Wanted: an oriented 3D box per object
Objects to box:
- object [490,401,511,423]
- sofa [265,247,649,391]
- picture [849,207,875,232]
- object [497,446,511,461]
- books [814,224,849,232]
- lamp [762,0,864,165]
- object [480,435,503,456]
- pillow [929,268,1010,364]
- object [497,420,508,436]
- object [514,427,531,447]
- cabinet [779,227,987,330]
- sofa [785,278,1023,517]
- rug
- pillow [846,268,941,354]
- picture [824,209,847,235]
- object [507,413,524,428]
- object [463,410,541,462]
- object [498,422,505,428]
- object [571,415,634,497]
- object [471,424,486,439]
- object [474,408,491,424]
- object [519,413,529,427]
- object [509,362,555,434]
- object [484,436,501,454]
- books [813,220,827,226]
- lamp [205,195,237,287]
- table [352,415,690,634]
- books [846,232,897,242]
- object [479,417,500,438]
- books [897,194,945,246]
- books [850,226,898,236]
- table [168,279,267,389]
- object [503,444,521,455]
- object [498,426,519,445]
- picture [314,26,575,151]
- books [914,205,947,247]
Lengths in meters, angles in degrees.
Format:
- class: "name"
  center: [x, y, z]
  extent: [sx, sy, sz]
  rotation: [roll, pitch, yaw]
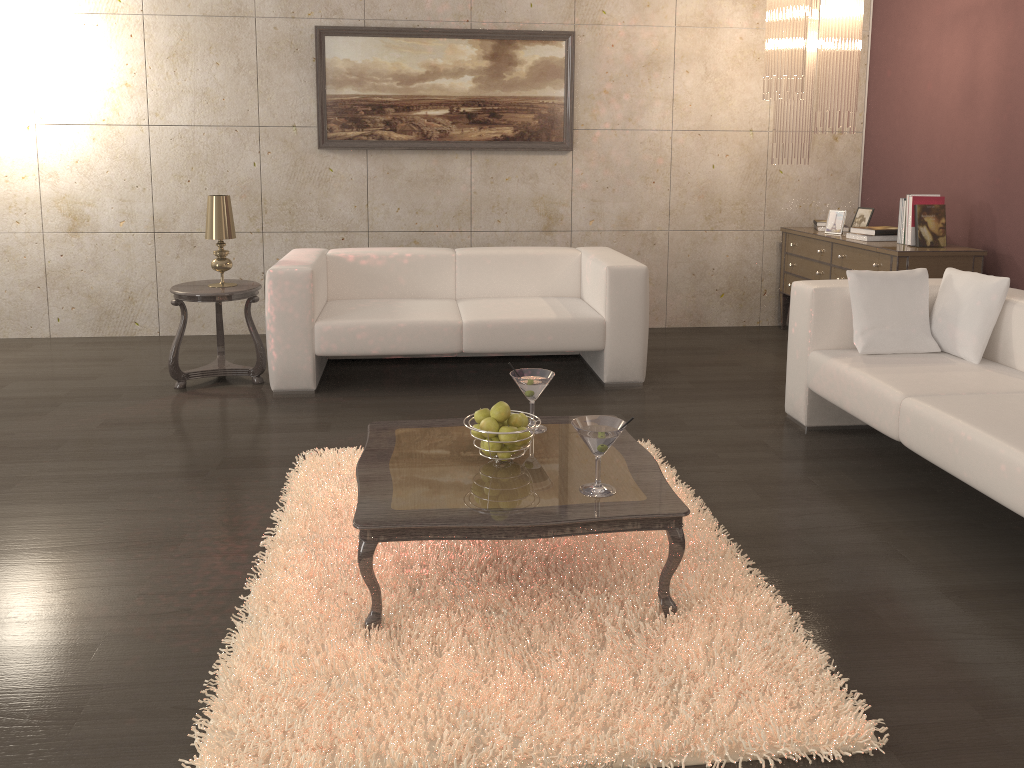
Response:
- class: "object"
  center: [-0.035, 0.083, 2.625]
  extent: [0.062, 0.063, 0.064]
  rotation: [-1, 12, -6]
- class: "sofa"
  center: [-0.308, -0.418, 5.022]
  extent: [2.026, 0.639, 0.964]
  rotation: [-1, 13, -6]
- class: "picture"
  center: [2.271, -1.061, 5.724]
  extent: [0.078, 0.168, 0.143]
  rotation: [-3, 12, -21]
- class: "object"
  center: [-0.023, 0.208, 2.618]
  extent: [0.043, 0.043, 0.045]
  rotation: [0, 12, -3]
- class: "books"
  center: [2.182, -1.070, 6.023]
  extent: [0.201, 0.031, 0.281]
  rotation: [4, 15, 13]
- class: "lamp"
  center: [1.719, -2.643, 4.889]
  extent: [0.486, 2.784, 0.490]
  rotation: [5, 10, 30]
- class: "object"
  center: [-0.061, 0.184, 2.659]
  extent: [0.068, 0.062, 0.070]
  rotation: [10, 15, 37]
- class: "pillow"
  center: [1.938, -0.302, 3.779]
  extent: [0.169, 0.354, 0.384]
  rotation: [-1, 12, -8]
- class: "object"
  center: [-0.025, 0.132, 2.700]
  extent: [0.066, 0.064, 0.067]
  rotation: [-9, 15, -39]
- class: "object"
  center: [0.026, 0.157, 2.624]
  extent: [0.062, 0.061, 0.061]
  rotation: [-10, 15, -41]
- class: "cabinet"
  center: [2.226, -0.560, 5.547]
  extent: [0.532, 0.715, 1.562]
  rotation: [-1, 14, -6]
- class: "sofa"
  center: [1.904, 0.161, 2.874]
  extent: [0.943, 0.637, 2.846]
  rotation: [-1, 14, -6]
- class: "rug"
  center: [-0.031, 0.517, 2.713]
  extent: [1.509, 0.066, 2.043]
  rotation: [-1, 15, -6]
- class: "pillow"
  center: [1.660, -0.321, 3.847]
  extent: [0.376, 0.352, 0.189]
  rotation: [-1, 10, -8]
- class: "picture"
  center: [2.099, -1.052, 5.714]
  extent: [0.051, 0.154, 0.130]
  rotation: [-6, 13, -36]
- class: "object"
  center: [0.010, 0.113, 2.642]
  extent: [0.050, 0.048, 0.046]
  rotation: [2, 12, 8]
- class: "object"
  center: [-0.029, 0.168, 2.646]
  extent: [0.236, 0.116, 0.237]
  rotation: [11, 17, 37]
- class: "object"
  center: [-0.046, 0.115, 2.663]
  extent: [0.046, 0.043, 0.046]
  rotation: [-8, 14, -35]
- class: "object"
  center: [0.237, 0.187, 2.412]
  extent: [0.152, 0.212, 0.153]
  rotation: [-6, 12, -30]
- class: "object"
  center: [-0.096, 0.143, 2.649]
  extent: [0.053, 0.050, 0.055]
  rotation: [0, 12, -2]
- class: "object"
  center: [-0.089, 0.098, 2.673]
  extent: [0.053, 0.050, 0.055]
  rotation: [-1, 12, -6]
- class: "object"
  center: [0.023, 0.115, 2.690]
  extent: [0.054, 0.054, 0.054]
  rotation: [-11, 16, -43]
- class: "object"
  center: [0.067, 0.046, 2.946]
  extent: [0.151, 0.212, 0.154]
  rotation: [-2, 11, -14]
- class: "object"
  center: [-0.057, 0.180, 2.593]
  extent: [0.051, 0.047, 0.052]
  rotation: [-2, 12, -12]
- class: "books"
  center: [2.161, -1.100, 6.023]
  extent: [0.170, 0.027, 0.237]
  rotation: [4, 15, 13]
- class: "lamp"
  center: [-1.560, -0.767, 4.718]
  extent: [0.160, 0.475, 0.162]
  rotation: [5, 10, 26]
- class: "table"
  center: [-0.013, 0.378, 2.679]
  extent: [0.904, 0.297, 0.934]
  rotation: [-2, 14, -8]
- class: "books"
  center: [2.233, -0.897, 5.358]
  extent: [0.307, 0.035, 0.230]
  rotation: [-3, 15, -11]
- class: "object"
  center: [-0.067, 0.130, 2.604]
  extent: [0.057, 0.060, 0.063]
  rotation: [-8, 14, -36]
- class: "books"
  center: [2.336, -0.939, 5.034]
  extent: [0.204, 0.284, 0.182]
  rotation: [-1, 10, -6]
- class: "books"
  center: [2.247, -0.934, 5.365]
  extent: [0.289, 0.033, 0.215]
  rotation: [-5, 16, -21]
- class: "table"
  center: [-1.574, -0.273, 4.767]
  extent: [0.525, 0.512, 0.523]
  rotation: [4, 12, 16]
- class: "object"
  center: [0.001, 0.187, 2.672]
  extent: [0.054, 0.054, 0.056]
  rotation: [1, 12, 4]
- class: "object"
  center: [-0.010, 0.150, 2.583]
  extent: [0.061, 0.054, 0.063]
  rotation: [-2, 12, -13]
- class: "picture"
  center: [-0.433, -1.962, 5.880]
  extent: [1.715, 0.781, 0.054]
  rotation: [-1, 8, -6]
- class: "books"
  center: [2.344, -0.887, 4.936]
  extent: [0.172, 0.233, 0.070]
  rotation: [-1, 9, -6]
